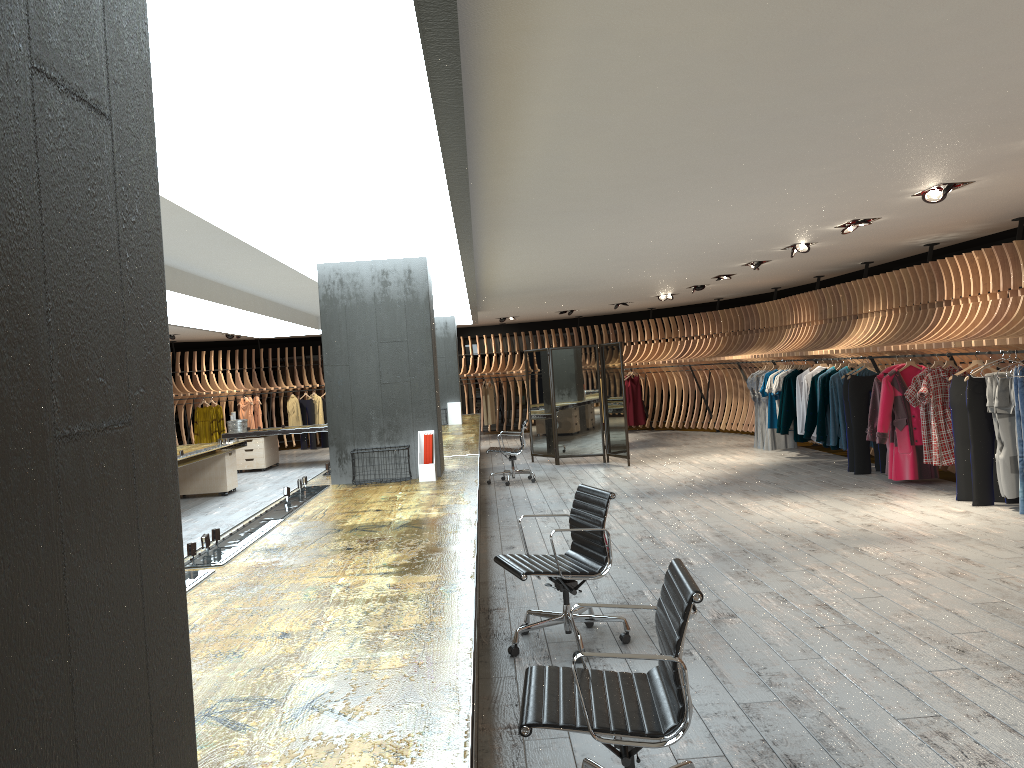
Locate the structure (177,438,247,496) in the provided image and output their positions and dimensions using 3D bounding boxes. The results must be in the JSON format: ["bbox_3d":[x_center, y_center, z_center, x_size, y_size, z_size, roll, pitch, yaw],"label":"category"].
[{"bbox_3d":[-4.545,1.322,8.695,1.162,0.844,10.451,-4,1,-2],"label":"structure"}]

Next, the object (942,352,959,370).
[{"bbox_3d":[4.454,-0.180,9.037,0.524,0.286,0.015,-4,0,-17],"label":"object"}]

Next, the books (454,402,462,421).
[{"bbox_3d":[-0.945,0.487,14.599,0.215,0.368,0.075,-4,0,-2],"label":"books"}]

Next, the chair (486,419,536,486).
[{"bbox_3d":[-0.048,0.953,12.429,0.667,0.859,0.693,-4,0,-6],"label":"chair"}]

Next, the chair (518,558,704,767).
[{"bbox_3d":[0.329,1.070,2.936,0.667,0.859,0.693,-4,0,-6],"label":"chair"}]

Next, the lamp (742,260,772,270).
[{"bbox_3d":[3.260,-1.655,11.843,0.269,0.286,0.493,-4,1,-2],"label":"lamp"}]

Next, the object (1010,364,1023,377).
[{"bbox_3d":[4.531,-0.174,7.515,0.548,0.256,0.023,-4,0,24],"label":"object"}]

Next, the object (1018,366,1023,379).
[{"bbox_3d":[4.507,-0.181,7.635,0.549,0.243,0.023,-4,0,-30],"label":"object"}]

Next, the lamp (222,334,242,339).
[{"bbox_3d":[-6.050,-1.130,19.354,0.493,0.297,0.269,-4,1,-42],"label":"lamp"}]

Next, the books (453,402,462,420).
[{"bbox_3d":[-0.946,0.487,14.641,0.215,0.368,0.047,-4,0,-2],"label":"books"}]

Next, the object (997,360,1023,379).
[{"bbox_3d":[4.509,-0.184,7.742,0.549,0.243,0.023,-4,0,5],"label":"object"}]

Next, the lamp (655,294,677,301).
[{"bbox_3d":[2.885,-1.700,16.602,0.269,0.287,0.492,-4,1,-22],"label":"lamp"}]

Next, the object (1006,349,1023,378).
[{"bbox_3d":[4.499,-0.187,7.900,0.549,0.243,0.023,-4,0,-40],"label":"object"}]

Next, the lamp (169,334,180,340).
[{"bbox_3d":[-7.074,-1.044,18.140,0.269,0.293,0.493,-4,1,30],"label":"lamp"}]

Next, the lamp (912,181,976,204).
[{"bbox_3d":[3.423,-1.595,7.062,0.269,0.284,0.493,-4,1,-2],"label":"lamp"}]

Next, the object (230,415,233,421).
[{"bbox_3d":[-5.301,0.641,16.758,0.062,0.109,0.062,-4,0,-36],"label":"object"}]

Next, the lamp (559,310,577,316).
[{"bbox_3d":[1.195,-1.622,19.252,0.492,0.294,0.269,-3,1,43],"label":"lamp"}]

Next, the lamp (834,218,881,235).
[{"bbox_3d":[3.369,-1.610,8.656,0.269,0.296,0.493,-4,1,-2],"label":"lamp"}]

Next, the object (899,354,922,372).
[{"bbox_3d":[4.452,-0.199,9.899,0.525,0.270,0.012,-4,0,8],"label":"object"}]

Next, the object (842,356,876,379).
[{"bbox_3d":[4.400,-0.212,11.111,0.525,0.270,0.012,-4,0,23],"label":"object"}]

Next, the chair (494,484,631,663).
[{"bbox_3d":[0.251,1.044,5.012,0.668,0.859,0.693,-4,0,-26],"label":"chair"}]

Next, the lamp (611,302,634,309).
[{"bbox_3d":[2.217,-1.674,18.041,0.269,0.292,0.492,-4,1,-34],"label":"lamp"}]

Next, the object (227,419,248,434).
[{"bbox_3d":[-5.229,0.807,16.900,0.303,0.239,0.498,-4,1,-1],"label":"object"}]

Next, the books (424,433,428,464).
[{"bbox_3d":[-0.687,0.578,7.078,0.048,0.368,0.215,-4,0,-2],"label":"books"}]

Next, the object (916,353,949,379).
[{"bbox_3d":[4.453,-0.190,9.250,0.525,0.270,0.012,-4,0,-2],"label":"object"}]

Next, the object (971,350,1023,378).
[{"bbox_3d":[4.493,-0.190,8.104,0.549,0.243,0.023,-3,0,35],"label":"object"}]

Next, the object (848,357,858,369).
[{"bbox_3d":[4.383,-0.218,11.409,0.525,0.270,0.012,-4,0,8],"label":"object"}]

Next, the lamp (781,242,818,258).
[{"bbox_3d":[3.315,-1.627,10.249,0.269,0.301,0.493,-4,1,-2],"label":"lamp"}]

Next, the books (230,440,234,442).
[{"bbox_3d":[-4.384,0.889,13.713,0.155,0.025,0.110,-4,1,-7],"label":"books"}]

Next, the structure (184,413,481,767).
[{"bbox_3d":[-2.706,1.200,8.543,4.836,0.844,18.476,-4,1,-2],"label":"structure"}]

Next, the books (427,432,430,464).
[{"bbox_3d":[-0.665,0.577,7.079,0.048,0.368,0.215,-4,0,-2],"label":"books"}]

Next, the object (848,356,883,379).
[{"bbox_3d":[4.396,-0.209,10.930,0.525,0.270,0.012,-4,0,3],"label":"object"}]

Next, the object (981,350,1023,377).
[{"bbox_3d":[4.496,-0.184,8.008,0.549,0.250,0.023,-4,0,0],"label":"object"}]

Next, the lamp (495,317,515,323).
[{"bbox_3d":[-0.109,-1.548,20.153,0.492,0.292,0.269,-4,0,31],"label":"lamp"}]

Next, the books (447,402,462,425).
[{"bbox_3d":[-0.944,0.488,14.571,0.215,0.368,0.073,-4,0,-2],"label":"books"}]

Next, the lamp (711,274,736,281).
[{"bbox_3d":[3.206,-1.671,13.437,0.269,0.294,0.493,-4,1,-2],"label":"lamp"}]

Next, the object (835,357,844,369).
[{"bbox_3d":[4.367,-0.223,11.844,0.525,0.270,0.012,-4,0,-2],"label":"object"}]

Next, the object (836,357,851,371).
[{"bbox_3d":[4.389,-0.221,11.734,0.525,0.270,0.012,-4,0,-2],"label":"object"}]

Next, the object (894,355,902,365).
[{"bbox_3d":[4.422,-0.201,10.143,0.525,0.270,0.012,-4,0,-2],"label":"object"}]

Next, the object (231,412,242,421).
[{"bbox_3d":[-5.201,0.627,16.848,0.262,0.204,0.088,-4,0,-3],"label":"object"}]

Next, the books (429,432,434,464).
[{"bbox_3d":[-0.643,0.575,7.080,0.048,0.368,0.215,-4,0,-2],"label":"books"}]

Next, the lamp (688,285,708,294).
[{"bbox_3d":[3.148,-1.692,15.031,0.269,0.291,0.492,-4,1,-6],"label":"lamp"}]

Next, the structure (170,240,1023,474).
[{"bbox_3d":[-1.972,0.343,4.500,14.882,2.440,36.555,-4,1,-2],"label":"structure"}]
